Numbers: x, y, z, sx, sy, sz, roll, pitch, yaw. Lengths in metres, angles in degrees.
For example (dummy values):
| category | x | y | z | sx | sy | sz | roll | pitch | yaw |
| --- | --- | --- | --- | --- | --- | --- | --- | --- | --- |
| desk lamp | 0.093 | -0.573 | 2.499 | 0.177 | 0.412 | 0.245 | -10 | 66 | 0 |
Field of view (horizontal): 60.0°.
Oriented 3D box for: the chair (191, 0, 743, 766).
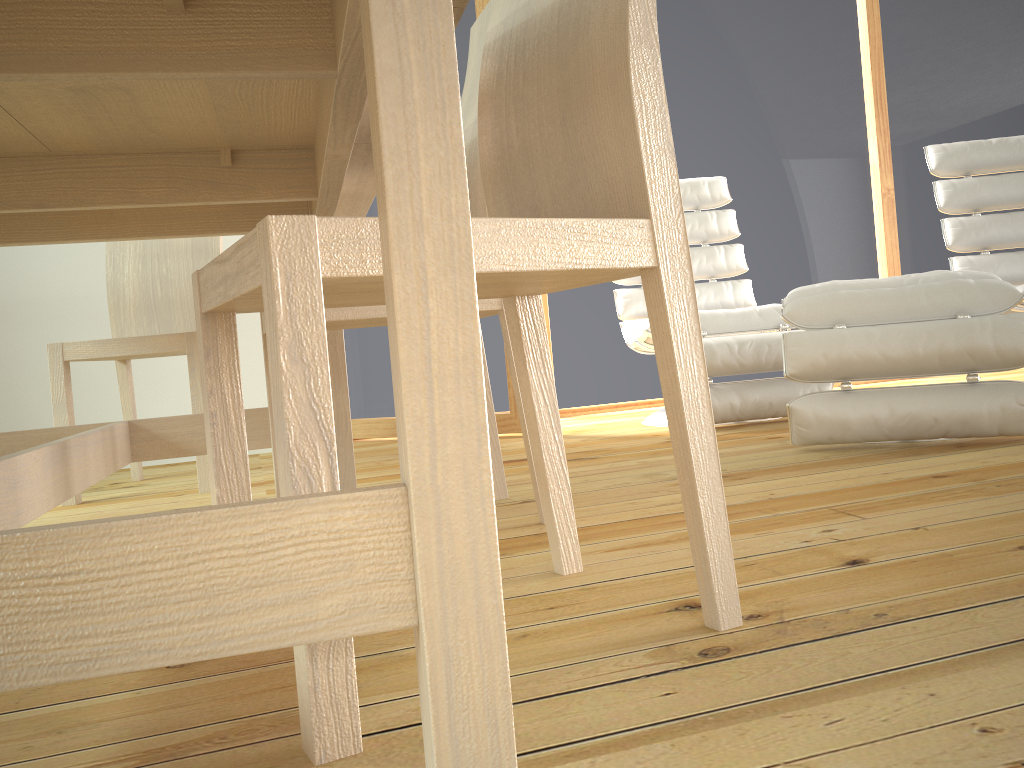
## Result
| category | x | y | z | sx | sy | sz | roll | pitch | yaw |
| --- | --- | --- | --- | --- | --- | --- | --- | --- | --- |
| chair | -0.071 | -0.225 | 0.994 | 0.507 | 1.017 | 0.404 | -5 | 1 | -28 |

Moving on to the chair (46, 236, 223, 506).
| category | x | y | z | sx | sy | sz | roll | pitch | yaw |
| --- | --- | --- | --- | --- | --- | --- | --- | --- | --- |
| chair | -1.068 | -0.204 | 2.637 | 0.404 | 1.017 | 0.506 | -5 | 1 | -4 |

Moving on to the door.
| category | x | y | z | sx | sy | sz | roll | pitch | yaw |
| --- | --- | --- | --- | --- | --- | --- | --- | --- | --- |
| door | -0.429 | -1.006 | 3.393 | 0.934 | 2.417 | 0.163 | -4 | 1 | 28 |

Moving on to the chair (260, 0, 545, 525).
| category | x | y | z | sx | sy | sz | roll | pitch | yaw |
| --- | --- | --- | --- | --- | --- | --- | --- | --- | --- |
| chair | -0.218 | -0.239 | 1.682 | 0.506 | 1.017 | 0.404 | -5 | 1 | -17 |

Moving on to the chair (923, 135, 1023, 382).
| category | x | y | z | sx | sy | sz | roll | pitch | yaw |
| --- | --- | --- | --- | --- | --- | --- | --- | --- | --- |
| chair | 1.863 | -0.444 | 3.007 | 0.569 | 0.968 | 0.915 | -5 | 1 | 8 |

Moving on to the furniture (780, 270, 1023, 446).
| category | x | y | z | sx | sy | sz | roll | pitch | yaw |
| --- | --- | --- | --- | --- | --- | --- | --- | --- | --- |
| furniture | 1.043 | -0.086 | 2.417 | 0.569 | 0.439 | 0.687 | -4 | 2 | 19 |

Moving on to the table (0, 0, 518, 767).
| category | x | y | z | sx | sy | sz | roll | pitch | yaw |
| --- | --- | --- | --- | --- | --- | --- | --- | --- | --- |
| table | -0.681 | -0.051 | 1.207 | 1.201 | 0.755 | 2.500 | -5 | 2 | -14 |

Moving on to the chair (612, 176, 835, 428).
| category | x | y | z | sx | sy | sz | roll | pitch | yaw |
| --- | --- | --- | --- | --- | --- | --- | --- | --- | --- |
| chair | 0.712 | -0.358 | 3.310 | 0.570 | 0.968 | 0.914 | -5 | 1 | -7 |
